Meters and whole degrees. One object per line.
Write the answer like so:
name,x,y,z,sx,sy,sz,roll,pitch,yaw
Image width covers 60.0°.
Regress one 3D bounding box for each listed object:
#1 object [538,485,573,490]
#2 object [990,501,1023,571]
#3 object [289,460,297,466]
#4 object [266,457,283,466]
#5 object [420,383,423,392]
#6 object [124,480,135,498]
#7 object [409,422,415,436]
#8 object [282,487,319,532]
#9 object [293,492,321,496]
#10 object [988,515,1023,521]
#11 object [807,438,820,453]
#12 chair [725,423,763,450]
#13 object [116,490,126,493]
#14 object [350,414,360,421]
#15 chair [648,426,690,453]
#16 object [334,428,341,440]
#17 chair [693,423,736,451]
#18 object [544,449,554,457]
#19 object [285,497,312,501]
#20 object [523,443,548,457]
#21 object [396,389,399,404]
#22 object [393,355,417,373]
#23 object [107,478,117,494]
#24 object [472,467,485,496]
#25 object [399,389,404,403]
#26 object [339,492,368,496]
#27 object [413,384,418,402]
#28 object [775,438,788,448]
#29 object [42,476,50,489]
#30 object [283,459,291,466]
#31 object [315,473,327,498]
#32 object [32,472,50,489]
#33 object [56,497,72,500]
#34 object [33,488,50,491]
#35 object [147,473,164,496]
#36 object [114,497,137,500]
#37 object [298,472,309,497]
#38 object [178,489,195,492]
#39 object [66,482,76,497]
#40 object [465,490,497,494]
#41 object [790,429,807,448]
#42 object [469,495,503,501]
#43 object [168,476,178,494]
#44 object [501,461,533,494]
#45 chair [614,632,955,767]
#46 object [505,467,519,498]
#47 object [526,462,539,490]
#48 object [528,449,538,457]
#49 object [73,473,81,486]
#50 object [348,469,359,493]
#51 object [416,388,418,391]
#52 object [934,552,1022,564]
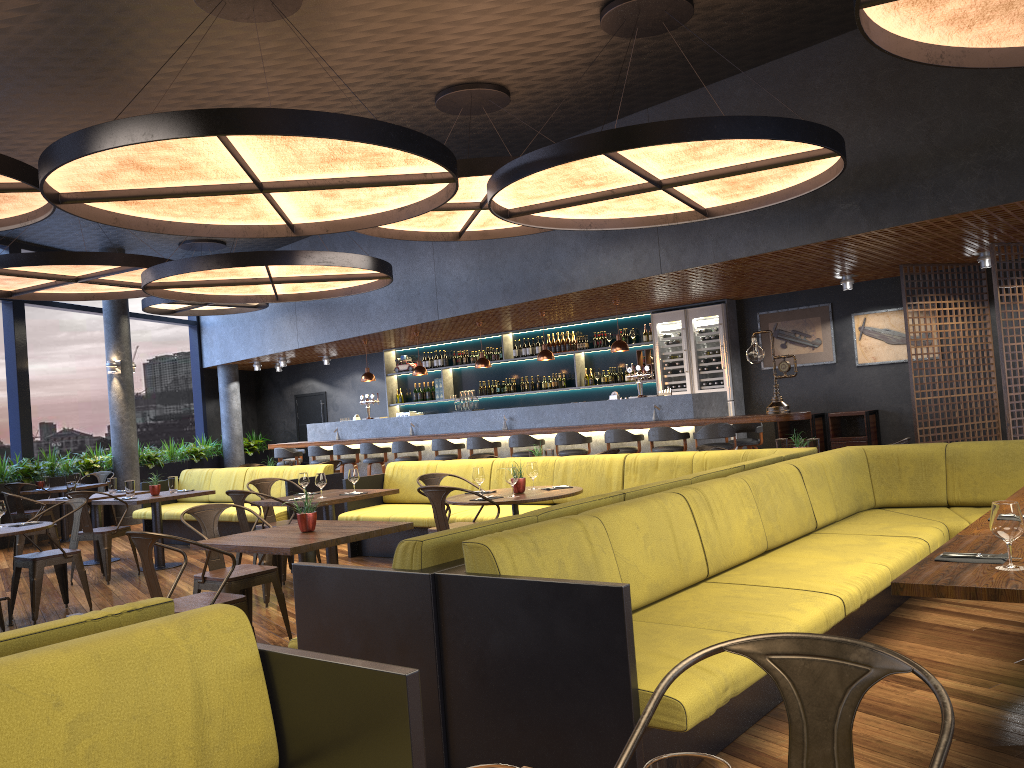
object,0.315,0.773,6.613,0.255,0.019,0.157,-4,-2,-20
object,1.541,0.470,2.755,0.097,0.206,0.097,-4,-2,-6
object,-2.815,1.074,11.418,0.102,0.178,0.102,-5,-2,24
object,-3.087,1.047,11.359,0.260,0.271,0.238,-6,-2,43
object,-1.707,0.158,16.530,0.094,0.340,0.094,-6,-2,44
object,-4.016,1.106,9.326,0.102,0.178,0.102,-6,-2,44
object,-1.547,0.691,13.701,0.114,0.203,0.069,-4,-2,-1
object,-1.200,0.717,5.125,0.260,0.271,0.238,-4,-2,-17
object,-1.808,0.975,7.879,0.255,0.019,0.157,-6,-2,38
object,2.102,0.547,3.641,0.255,0.019,0.157,-6,-2,38
object,2.497,0.541,7.331,0.102,0.178,0.102,-5,-2,24
chair,2.772,0.944,10.565,0.483,1.048,0.438,-5,-2,9
object,-4.576,1.262,10.449,0.255,0.019,0.157,-6,-2,38
object,-2.653,0.597,16.194,0.200,0.106,0.766,-6,-2,38
chair,1.851,1.011,10.403,0.438,1.048,0.483,-4,-2,-23
object,-2.914,0.828,14.763,0.114,0.203,0.069,-4,-2,-4
chair,2.318,0.964,10.048,0.483,1.048,0.438,-5,-2,30
object,0.383,0.754,8.998,0.102,0.178,0.102,-5,-2,24
object,-1.767,0.958,7.426,0.157,0.019,0.255,-6,-2,38
object,0.276,0.720,9.136,0.238,0.271,0.260,-3,-2,-30
object,-2.179,0.236,16.875,0.079,0.281,0.079,-3,-2,-33
object,-1.988,-0.384,16.692,0.579,0.319,0.229,-6,-2,38
object,-4.640,1.183,10.295,0.102,0.178,0.102,-5,-2,14
object,-0.243,0.720,6.552,0.097,0.206,0.097,-4,-2,-27
object,-2.106,0.229,16.821,0.079,0.281,0.079,-6,-2,42
object,-1.360,0.930,7.536,0.255,0.019,0.157,-6,-2,38
object,-1.788,0.162,16.463,0.094,0.340,0.094,-3,-2,-30
object,2.339,0.563,7.672,0.102,0.178,0.102,-5,-2,24
object,-6.601,1.402,12.571,0.102,0.178,0.102,-5,-2,20
object,-2.986,1.099,11.806,0.102,0.178,0.102,-4,-2,-16
object,-1.601,0.852,7.436,0.097,0.206,0.097,-6,-2,39
object,-6.824,1.379,12.790,0.238,0.271,0.260,-6,-2,40
object,-5.012,1.281,9.947,0.255,0.019,0.157,-6,-2,38
object,-6.585,1.476,12.402,0.255,0.019,0.157,-5,-2,14
object,-3.779,1.043,9.401,0.238,0.271,0.260,-4,-2,-13
object,-4.000,1.179,9.150,0.255,0.019,0.157,-6,-2,38
object,-1.808,0.876,7.708,0.097,0.206,0.097,-5,-2,30
object,-3.565,1.160,9.652,0.255,0.019,0.157,-6,-2,38
object,-5.027,1.208,10.123,0.102,0.178,0.102,-5,-2,14
object,-0.223,0.818,6.724,0.255,0.019,0.157,-6,-2,45
object,2.401,0.505,7.446,0.238,0.271,0.260,-6,-2,40
object,-0.166,0.800,6.252,0.157,0.019,0.255,-6,-2,41
object,-3.629,1.081,9.498,0.102,0.178,0.102,-5,-2,4
object,0.044,0.660,6.481,0.238,0.271,0.260,-3,-2,-30
chair,0.439,0.921,1.405,0.504,0.917,0.541,-6,-2,38
object,0.001,0.692,6.256,0.097,0.206,0.097,-4,-2,-13
object,0.157,0.693,6.702,0.097,0.206,0.097,-4,-2,-10
object,0.230,0.777,9.353,0.102,0.178,0.102,-4,-2,-16
object,-6.315,1.389,12.884,0.102,0.178,0.102,-5,-2,30
object,-1.375,0.842,7.713,0.097,0.206,0.097,-5,-2,30
object,-1.794,0.166,16.591,0.094,0.340,0.094,-4,-2,-16
object,1.541,0.569,2.926,0.255,0.019,0.157,-6,-2,38
